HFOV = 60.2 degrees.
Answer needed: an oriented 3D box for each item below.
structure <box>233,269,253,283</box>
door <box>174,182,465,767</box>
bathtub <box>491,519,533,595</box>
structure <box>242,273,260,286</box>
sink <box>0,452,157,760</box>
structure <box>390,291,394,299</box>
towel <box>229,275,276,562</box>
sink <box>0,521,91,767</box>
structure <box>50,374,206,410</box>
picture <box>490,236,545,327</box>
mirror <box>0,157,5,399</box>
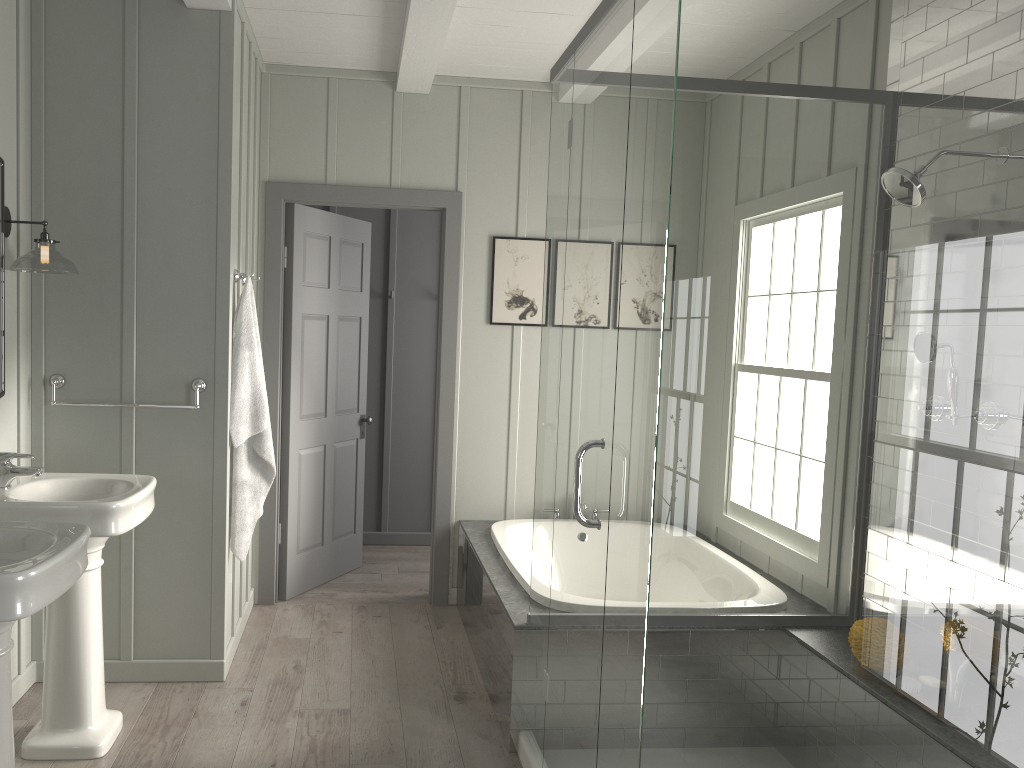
[{"bbox_3d":[-1.122,-0.450,3.697,0.079,0.056,0.057,2,4,-7],"label":"structure"},{"bbox_3d":[-0.585,0.274,1.513,4.225,2.199,7.834,2,3,-9],"label":"door"},{"bbox_3d":[0.473,0.873,4.020,1.040,0.491,1.571,2,3,-9],"label":"bathtub"},{"bbox_3d":[-1.166,-0.466,3.948,0.079,0.056,0.057,2,4,-7],"label":"structure"},{"bbox_3d":[-1.547,0.741,3.044,0.562,1.015,0.573,2,4,-8],"label":"sink"},{"bbox_3d":[-0.804,-0.594,5.902,0.019,0.051,0.136,2,4,-10],"label":"structure"},{"bbox_3d":[-1.091,0.148,3.757,0.161,1.206,0.319,2,4,-4],"label":"towel"},{"bbox_3d":[-1.407,0.793,2.240,0.562,1.015,0.573,2,4,-8],"label":"sink"},{"bbox_3d":[-1.522,0.033,3.495,0.598,0.123,0.055,2,4,-6],"label":"structure"},{"bbox_3d":[0.047,-0.539,4.665,0.311,0.462,0.012,2,4,-6],"label":"picture"},{"bbox_3d":[-1.766,-0.359,2.923,0.015,0.885,0.427,2,4,-10],"label":"mirror"}]
